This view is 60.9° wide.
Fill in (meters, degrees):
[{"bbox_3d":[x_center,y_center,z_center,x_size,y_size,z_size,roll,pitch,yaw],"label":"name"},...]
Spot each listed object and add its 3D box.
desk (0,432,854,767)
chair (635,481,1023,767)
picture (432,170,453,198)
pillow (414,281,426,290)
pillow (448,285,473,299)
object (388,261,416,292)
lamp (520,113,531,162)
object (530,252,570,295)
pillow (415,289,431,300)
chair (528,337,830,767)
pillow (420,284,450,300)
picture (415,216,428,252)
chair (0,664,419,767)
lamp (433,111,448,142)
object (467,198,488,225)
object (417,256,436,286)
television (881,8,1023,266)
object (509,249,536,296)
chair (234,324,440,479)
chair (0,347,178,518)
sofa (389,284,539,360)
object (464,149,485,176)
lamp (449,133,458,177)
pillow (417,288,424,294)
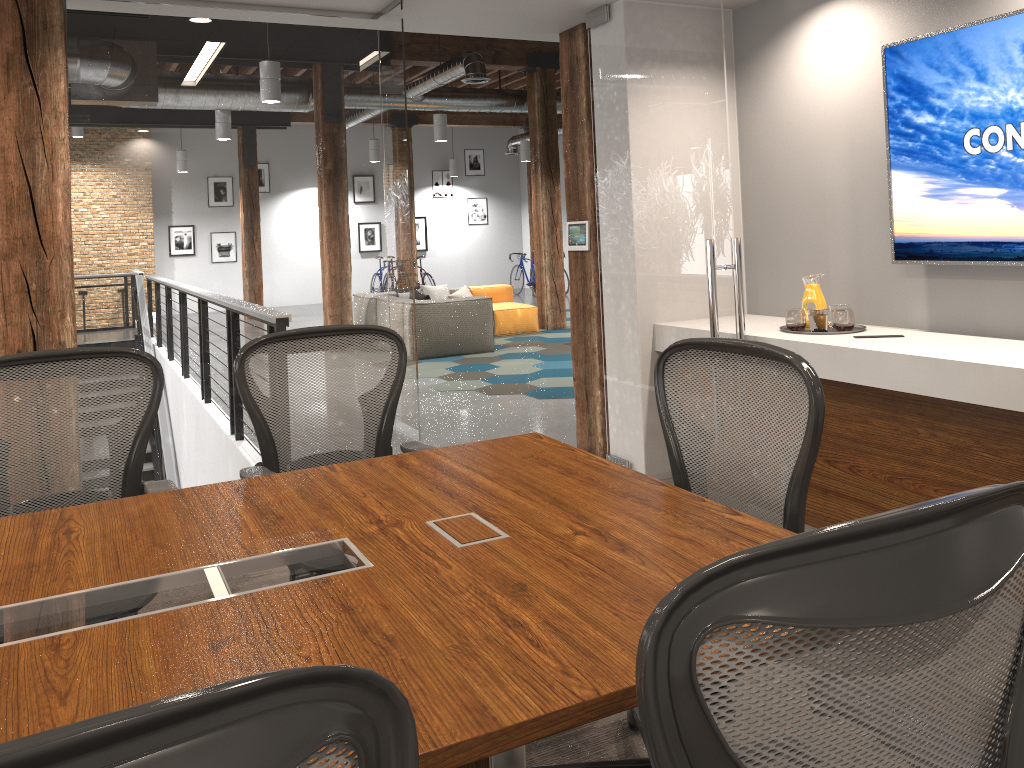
[{"bbox_3d":[-2.296,0.971,0.715,6.072,0.751,1.413,-7,9,-26],"label":"desk"},{"bbox_3d":[0.290,0.625,1.111,0.805,1.088,0.762,-4,3,-25],"label":"chair"},{"bbox_3d":[-1.696,-4.892,21.299,0.535,0.664,0.017,-4,0,-26],"label":"picture"},{"bbox_3d":[-1.349,-1.198,12.000,0.513,0.401,0.263,-6,4,-32],"label":"pillow"},{"bbox_3d":[-0.659,-1.220,12.205,0.358,0.312,0.492,-1,7,17],"label":"pillow"},{"bbox_3d":[-2.403,-2.117,17.937,0.403,1.037,1.747,-3,6,-32],"label":"object"},{"bbox_3d":[0.240,-5.388,17.461,0.206,1.859,0.202,-2,-1,-26],"label":"lamp"},{"bbox_3d":[0.798,-2.536,19.632,0.411,1.026,1.749,-3,7,-20],"label":"object"},{"bbox_3d":[-1.095,-0.991,10.674,0.240,0.417,0.540,-4,5,-37],"label":"pillow"},{"bbox_3d":[0.388,0.468,2.004,0.798,1.088,0.769,-5,3,-42],"label":"chair"},{"bbox_3d":[-1.020,-1.215,12.102,0.500,0.354,0.293,-8,6,-40],"label":"pillow"},{"bbox_3d":[-2.360,-3.594,20.896,0.680,0.845,0.053,-4,0,-26],"label":"picture"},{"bbox_3d":[-0.422,0.719,0.751,0.803,1.088,0.764,-3,3,-16],"label":"chair"},{"bbox_3d":[-1.110,-4.583,13.125,0.206,1.859,0.202,-2,-1,-26],"label":"lamp"},{"bbox_3d":[-0.857,-4.305,21.686,0.535,0.664,0.017,-4,0,-26],"label":"object"},{"bbox_3d":[-1.934,-2.180,18.266,0.439,1.028,1.743,-3,6,-33],"label":"object"},{"bbox_3d":[2.189,-0.969,3.208,0.065,1.098,1.921,-2,6,-26],"label":"television"},{"bbox_3d":[0.333,-2.479,19.383,0.403,1.035,1.751,-3,6,-20],"label":"object"},{"bbox_3d":[-0.509,0.385,2.719,0.803,1.088,0.764,-4,3,-20],"label":"chair"},{"bbox_3d":[-1.219,0.469,2.416,0.776,1.088,0.792,-5,3,-42],"label":"chair"},{"bbox_3d":[-0.605,-0.887,11.407,2.455,0.682,2.560,-7,10,-26],"label":"sofa"},{"bbox_3d":[-0.932,-5.516,21.702,0.535,0.664,0.017,-4,0,-26],"label":"object"},{"bbox_3d":[-1.414,-5.721,20.806,0.206,1.524,0.202,-2,-1,-26],"label":"lamp"},{"bbox_3d":[-1.222,-1.025,10.987,0.252,0.402,0.544,-4,5,-44],"label":"pillow"}]
